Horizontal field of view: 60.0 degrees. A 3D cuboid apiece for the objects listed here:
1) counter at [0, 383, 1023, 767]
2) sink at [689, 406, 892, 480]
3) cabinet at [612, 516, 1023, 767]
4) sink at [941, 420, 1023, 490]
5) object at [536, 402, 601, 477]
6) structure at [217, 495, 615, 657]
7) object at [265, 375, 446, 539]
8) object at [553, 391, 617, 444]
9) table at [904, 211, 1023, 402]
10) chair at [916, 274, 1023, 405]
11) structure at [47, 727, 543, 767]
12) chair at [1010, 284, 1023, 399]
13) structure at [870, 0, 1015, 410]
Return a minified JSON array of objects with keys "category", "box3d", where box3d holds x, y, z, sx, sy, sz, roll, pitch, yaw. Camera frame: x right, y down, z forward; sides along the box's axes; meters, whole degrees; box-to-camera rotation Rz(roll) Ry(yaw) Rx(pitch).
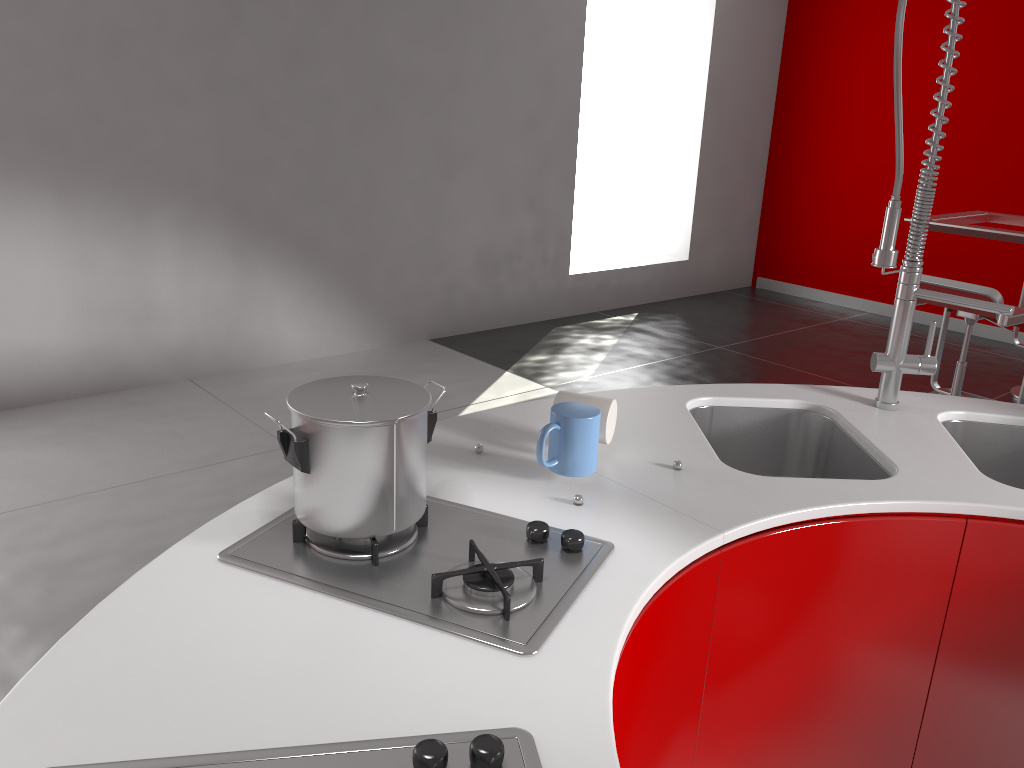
[{"category":"counter","box3d":[0.872,0.709,1.282,2.865,0.880,1.868,0,18,-7]},{"category":"sink","box3d":[0.514,0.195,1.729,0.326,0.172,0.428,2,18,-2]},{"category":"cabinet","box3d":[1.016,0.757,1.053,1.875,0.761,1.025,4,18,4]},{"category":"sink","box3d":[0.998,0.228,1.698,0.326,0.172,0.428,6,18,9]},{"category":"object","box3d":[0.094,0.093,1.416,0.080,0.100,0.109,10,19,21]},{"category":"structure","box3d":[-0.121,0.210,1.190,0.457,0.037,0.303,10,20,23]},{"category":"object","box3d":[-0.204,0.087,1.197,0.189,0.185,0.218,6,18,11]},{"category":"object","box3d":[0.121,0.063,1.540,0.100,0.080,0.109,9,19,18]},{"category":"table","box3d":[2.690,-0.152,3.995,0.800,1.000,1.700,-12,23,-39]},{"category":"chair","box3d":[1.877,-0.033,3.743,0.460,0.857,0.418,-10,22,-34]},{"category":"structure","box3d":[-0.178,0.372,0.684,0.457,0.037,0.303,-1,18,-11]},{"category":"chair","box3d":[3.043,-0.326,4.809,0.460,0.857,0.418,-9,21,-32]},{"category":"structure","box3d":[0.802,-0.370,1.676,0.308,0.920,0.178,3,18,2]}]
